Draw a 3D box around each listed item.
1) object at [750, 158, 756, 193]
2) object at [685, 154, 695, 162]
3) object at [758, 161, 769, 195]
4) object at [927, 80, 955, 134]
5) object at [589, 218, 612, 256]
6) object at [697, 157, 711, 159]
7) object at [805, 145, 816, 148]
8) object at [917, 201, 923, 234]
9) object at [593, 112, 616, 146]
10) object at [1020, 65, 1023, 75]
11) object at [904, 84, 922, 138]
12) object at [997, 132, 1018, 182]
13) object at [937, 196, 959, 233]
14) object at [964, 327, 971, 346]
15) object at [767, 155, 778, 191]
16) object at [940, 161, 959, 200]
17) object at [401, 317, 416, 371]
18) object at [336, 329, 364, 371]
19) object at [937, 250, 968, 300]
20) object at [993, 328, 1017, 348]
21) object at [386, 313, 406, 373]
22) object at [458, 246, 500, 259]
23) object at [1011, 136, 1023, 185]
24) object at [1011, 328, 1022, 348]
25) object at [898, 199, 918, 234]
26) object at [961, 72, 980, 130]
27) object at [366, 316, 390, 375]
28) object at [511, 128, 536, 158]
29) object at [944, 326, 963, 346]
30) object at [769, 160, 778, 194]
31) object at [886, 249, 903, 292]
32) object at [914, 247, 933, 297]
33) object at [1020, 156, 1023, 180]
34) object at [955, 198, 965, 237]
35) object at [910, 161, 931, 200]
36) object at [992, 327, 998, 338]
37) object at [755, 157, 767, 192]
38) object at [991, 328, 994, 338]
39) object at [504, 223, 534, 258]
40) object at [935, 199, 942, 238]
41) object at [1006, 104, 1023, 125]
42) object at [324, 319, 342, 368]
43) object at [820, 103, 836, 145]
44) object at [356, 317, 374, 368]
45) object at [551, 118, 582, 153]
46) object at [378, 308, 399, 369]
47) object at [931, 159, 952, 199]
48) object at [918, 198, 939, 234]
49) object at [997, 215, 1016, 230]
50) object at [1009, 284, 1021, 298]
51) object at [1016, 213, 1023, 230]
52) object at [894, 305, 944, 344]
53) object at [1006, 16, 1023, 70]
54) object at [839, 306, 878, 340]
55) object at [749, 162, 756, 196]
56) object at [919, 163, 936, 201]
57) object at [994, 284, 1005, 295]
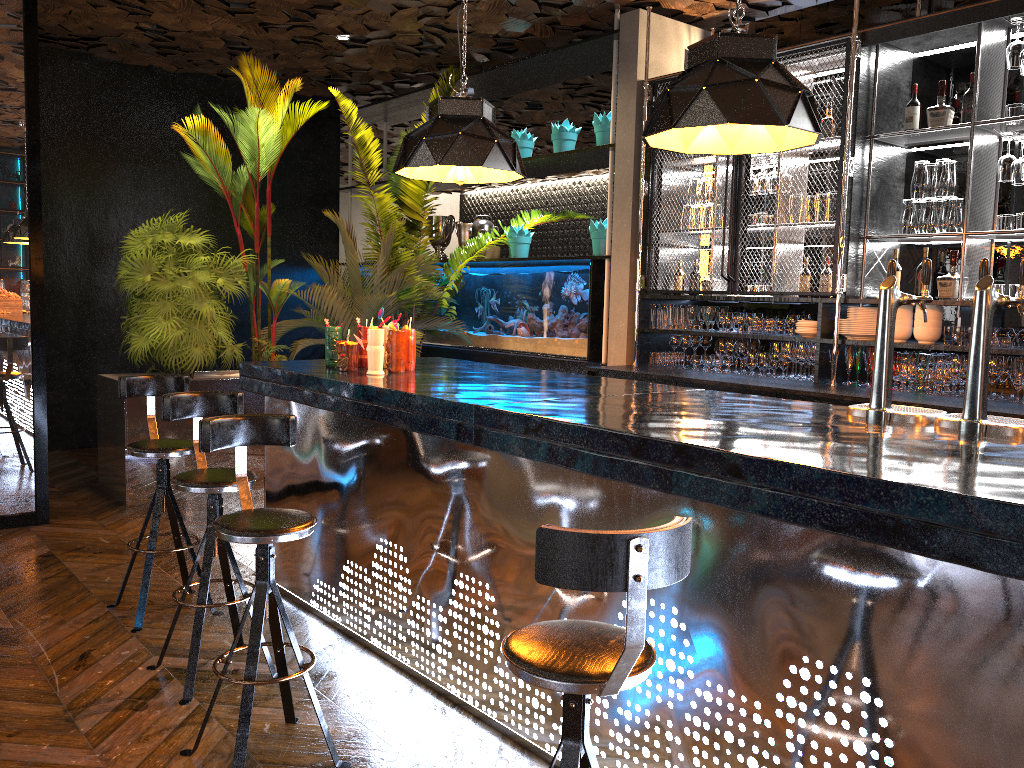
[{"bbox_3d":[1.572,-1.374,5.846,0.081,0.213,0.081,-2,7,-33],"label":"object"},{"bbox_3d":[1.280,-1.726,6.354,0.075,0.260,0.075,2,6,10],"label":"object"},{"bbox_3d":[1.684,-1.380,5.937,0.081,0.213,0.081,-2,7,-33],"label":"object"},{"bbox_3d":[2.388,-1.542,4.936,0.123,0.279,0.123,6,7,39],"label":"object"},{"bbox_3d":[0.718,-1.141,6.908,0.265,0.325,0.245,7,8,44],"label":"object"},{"bbox_3d":[1.348,-1.701,6.210,0.108,0.244,0.108,6,7,39],"label":"object"},{"bbox_3d":[1.871,-1.622,5.592,0.108,0.244,0.108,6,7,39],"label":"object"},{"bbox_3d":[2.368,-0.961,5.190,0.105,0.209,0.105,2,6,6],"label":"object"},{"bbox_3d":[0.740,-1.943,6.831,0.265,0.325,0.245,7,8,44],"label":"object"},{"bbox_3d":[2.719,-1.754,4.654,0.092,0.244,0.092,3,6,11],"label":"object"},{"bbox_3d":[2.310,-1.571,5.101,0.086,0.298,0.086,2,6,10],"label":"object"},{"bbox_3d":[2.576,-1.178,4.605,0.092,0.244,0.092,3,6,11],"label":"object"},{"bbox_3d":[2.423,-0.933,4.920,0.105,0.209,0.105,2,6,6],"label":"object"},{"bbox_3d":[2.453,-0.251,4.716,0.100,0.100,0.089,1,6,-3],"label":"object"},{"bbox_3d":[1.684,-1.358,5.710,0.081,0.213,0.081,-2,7,-33],"label":"object"},{"bbox_3d":[2.474,-1.151,5.020,0.105,0.209,0.105,2,6,6],"label":"object"},{"bbox_3d":[-0.505,-0.192,4.256,0.091,0.254,0.080,-3,7,-37],"label":"object"},{"bbox_3d":[-0.758,-0.159,4.165,0.131,0.191,0.110,-1,6,-27],"label":"object"},{"bbox_3d":[2.448,-0.600,4.922,0.123,0.279,0.123,-1,6,-26],"label":"object"},{"bbox_3d":[2.556,-0.237,4.597,0.109,0.100,0.109,5,7,34],"label":"object"},{"bbox_3d":[-0.539,-0.191,4.116,0.091,0.277,0.080,1,6,-7],"label":"object"},{"bbox_3d":[-0.309,-1.210,8.272,0.250,0.135,0.320,-3,7,-39],"label":"object"},{"bbox_3d":[2.703,-1.184,4.709,0.092,0.244,0.092,3,6,11],"label":"object"},{"bbox_3d":[2.679,-0.244,4.697,0.109,0.100,0.109,5,7,34],"label":"object"},{"bbox_3d":[2.284,-0.955,5.108,0.105,0.209,0.105,2,6,6],"label":"object"},{"bbox_3d":[2.499,-1.540,4.827,0.086,0.299,0.086,2,6,10],"label":"object"},{"bbox_3d":[-0.604,-0.175,3.996,0.099,0.264,0.081,0,6,-19],"label":"object"},{"bbox_3d":[0.081,-2.038,7.633,0.265,0.325,0.245,3,6,15],"label":"object"},{"bbox_3d":[2.358,-0.256,4.744,0.089,0.100,0.100,-2,7,-34],"label":"object"},{"bbox_3d":[1.738,-1.372,5.871,0.081,0.213,0.081,-2,7,-33],"label":"object"},{"bbox_3d":[2.244,-0.643,5.202,0.086,0.299,0.086,2,6,10],"label":"object"},{"bbox_3d":[2.340,-0.625,5.035,0.086,0.297,0.086,1,6,-5],"label":"object"},{"bbox_3d":[2.645,-1.168,4.521,0.092,0.244,0.092,3,6,11],"label":"object"},{"bbox_3d":[2.501,-0.939,5.000,0.105,0.209,0.105,2,6,6],"label":"object"},{"bbox_3d":[2.325,-1.158,5.043,0.105,0.209,0.105,2,6,6],"label":"object"},{"bbox_3d":[2.628,-0.259,4.852,0.089,0.100,0.100,7,8,44],"label":"object"},{"bbox_3d":[1.627,-1.366,5.780,0.081,0.213,0.081,-2,7,-33],"label":"object"},{"bbox_3d":[2.547,-0.256,4.792,0.100,0.100,0.089,2,6,3],"label":"object"},{"bbox_3d":[0.060,-1.236,7.710,0.265,0.325,0.245,3,6,15],"label":"object"},{"bbox_3d":[2.440,-0.949,5.091,0.105,0.209,0.105,2,6,6],"label":"object"},{"bbox_3d":[2.639,-1.415,4.655,0.089,0.092,0.089,3,6,19],"label":"object"},{"bbox_3d":[-0.871,-0.198,4.304,0.084,0.237,0.086,0,6,-20],"label":"object"},{"bbox_3d":[1.957,-1.611,5.485,0.073,0.246,0.072,6,7,36],"label":"object"},{"bbox_3d":[-0.724,-0.204,4.352,0.084,0.246,0.078,-3,7,-41],"label":"object"},{"bbox_3d":[0.437,-1.987,7.205,0.244,0.325,0.255,0,6,-12],"label":"object"},{"bbox_3d":[-0.605,-0.225,4.334,0.105,0.298,0.116,1,6,-8],"label":"object"},{"bbox_3d":[2.406,-1.147,4.959,0.105,0.209,0.105,2,6,6],"label":"object"},{"bbox_3d":[2.360,-0.944,5.017,0.105,0.209,0.105,2,6,6],"label":"object"},{"bbox_3d":[2.625,-0.850,4.716,0.089,0.092,0.089,5,6,29],"label":"object"},{"bbox_3d":[2.630,-0.471,4.608,0.089,0.092,0.089,3,6,14],"label":"object"},{"bbox_3d":[2.663,-0.838,4.600,0.089,0.092,0.089,5,6,29],"label":"object"},{"bbox_3d":[2.258,-0.342,4.991,0.149,0.216,0.309,-3,7,-41],"label":"object"},{"bbox_3d":[2.591,-1.748,4.550,0.092,0.244,0.092,3,6,11],"label":"object"},{"bbox_3d":[2.088,-0.360,5.251,0.300,0.195,0.306,-3,7,-38],"label":"object"},{"bbox_3d":[1.623,-1.388,6.011,0.081,0.213,0.081,-2,7,-33],"label":"object"},{"bbox_3d":[2.409,-1.163,5.118,0.105,0.209,0.105,2,6,6],"label":"object"},{"bbox_3d":[2.565,-0.483,4.708,0.089,0.092,0.089,4,6,22],"label":"object"}]
